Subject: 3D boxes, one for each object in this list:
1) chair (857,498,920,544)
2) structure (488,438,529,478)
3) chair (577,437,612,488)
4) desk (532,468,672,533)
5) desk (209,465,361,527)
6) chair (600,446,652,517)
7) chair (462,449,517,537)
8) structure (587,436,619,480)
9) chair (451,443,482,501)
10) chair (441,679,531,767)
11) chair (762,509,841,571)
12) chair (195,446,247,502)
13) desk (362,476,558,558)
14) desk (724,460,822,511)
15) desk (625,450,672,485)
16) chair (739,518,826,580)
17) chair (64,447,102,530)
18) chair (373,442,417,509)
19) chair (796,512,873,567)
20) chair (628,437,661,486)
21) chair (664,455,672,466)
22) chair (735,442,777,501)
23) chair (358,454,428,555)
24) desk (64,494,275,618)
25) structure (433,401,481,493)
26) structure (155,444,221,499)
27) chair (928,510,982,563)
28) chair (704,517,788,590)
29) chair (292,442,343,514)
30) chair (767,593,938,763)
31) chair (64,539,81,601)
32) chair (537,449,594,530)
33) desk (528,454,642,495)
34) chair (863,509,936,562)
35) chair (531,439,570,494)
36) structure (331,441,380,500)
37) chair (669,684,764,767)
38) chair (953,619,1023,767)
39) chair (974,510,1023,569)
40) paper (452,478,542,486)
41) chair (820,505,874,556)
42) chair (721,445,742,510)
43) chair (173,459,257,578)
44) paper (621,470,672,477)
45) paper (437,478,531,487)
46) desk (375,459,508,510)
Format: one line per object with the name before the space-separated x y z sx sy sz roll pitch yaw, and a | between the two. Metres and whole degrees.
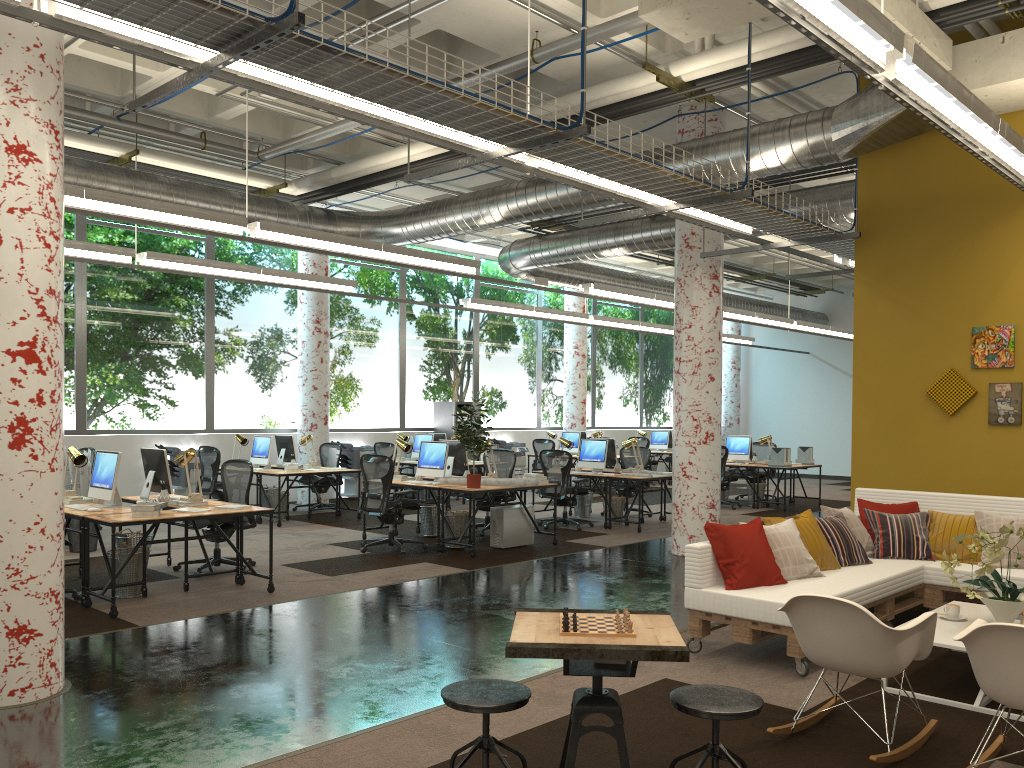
chair | 3.136 1.179 7.326 0.534 0.437 0.287 0 0 16
structure | -0.049 1.690 19.100 0.503 1.058 1.058 1 0 43
chair | 1.849 1.697 19.212 0.770 1.086 0.792 1 0 27
desk | 1.460 1.650 12.877 1.940 0.724 1.401 -1 -2 43
desk | -3.384 1.616 13.136 1.940 0.724 1.401 -1 -2 43
chair | 1.819 1.507 13.776 0.770 1.086 0.792 1 0 27
chair | -0.280 1.386 11.449 0.770 1.086 0.792 1 0 27
structure | 2.177 1.792 21.465 0.503 1.058 1.058 1 0 43
chair | -0.884 1.572 16.310 0.770 1.086 0.792 1 0 27
chair | -0.101 1.421 3.385 0.346 0.498 0.337 1 0 3
chair | 2.109 1.150 6.430 0.546 0.438 0.316 1 0 -34
chair | -4.135 1.413 12.587 0.770 1.086 0.792 1 0 27
desk | -0.638 1.528 10.549 1.940 0.725 1.401 -1 -2 43
desk | 4.260 1.773 15.707 1.940 0.724 1.401 -1 -2 43
desk | 3.717 1.942 20.677 1.940 0.724 1.401 -1 -2 43
chair | 1.869 1.155 6.132 0.525 0.401 0.331 1 0 -28
chair | -5.620 1.355 11.280 0.770 1.086 0.792 1 0 27
chair | -1.993 1.512 14.861 0.770 1.086 0.792 1 0 27
chair | 2.455 1.195 6.710 0.523 0.408 0.341 1 0 -31
chair | 2.966 1.739 20.128 0.770 1.086 0.792 1 0 27
chair | 4.076 1.799 21.577 0.770 1.086 0.792 1 0 27
chair | 4.619 1.630 16.606 0.770 1.086 0.792 1 0 27
chair | -1.390 1.325 10.000 0.770 1.086 0.792 1 0 27
desk | -3.217 1.430 7.771 1.940 0.724 1.401 -1 -2 43
structure | -1.103 1.265 17.969 0.638 1.812 0.750 1 1 43
structure | -5.000 1.463 13.839 0.503 1.058 1.058 1 0 43
chair | 3.473 1.208 6.914 0.521 0.381 0.366 0 -1 40
chair | 1.528 1.120 5.834 0.534 0.445 0.301 1 0 -30
chair | -3.026 1.474 14.035 0.770 1.086 0.792 1 0 27
chair | 1.652 1.343 4.261 0.614 0.754 0.794 0 -1 43
chair | -3.968 1.227 7.221 0.770 1.086 0.792 1 0 27
chair | 0.709 1.447 12.327 0.770 1.086 0.792 1 0 27
desk | 1.490 1.840 18.312 1.940 0.724 1.401 -1 -2 43
chair | 3.086 1.208 7.035 0.516 0.392 0.358 0 0 12
chair | 0.739 1.637 17.763 0.770 1.086 0.792 1 0 27
structure | -2.782 1.565 16.198 0.503 1.058 1.058 1 0 43
chair | 0.766 1.427 3.335 0.346 0.498 0.337 1 0 3
chair | 2.231 1.329 3.716 0.614 0.754 0.794 0 -1 43
chair | 3.763 1.169 6.625 0.526 0.428 0.311 0 0 22
paper | -0.226 1.115 10.173 1.134 0.082 0.083 0 -1 8
chair | 2.687 1.179 7.058 0.545 0.438 0.334 1 -1 -42
chair | 3.509 1.570 15.157 0.770 1.086 0.792 1 0 27
chair | -2.859 1.288 8.670 0.770 1.086 0.792 1 0 27
paper | 1.873 1.248 12.319 0.568 0.061 0.626 -1 -3 41
paper | -0.341 1.110 10.051 1.134 0.082 0.083 0 -1 18
desk | -1.242 1.715 15.411 1.940 0.724 1.401 -1 -2 43
